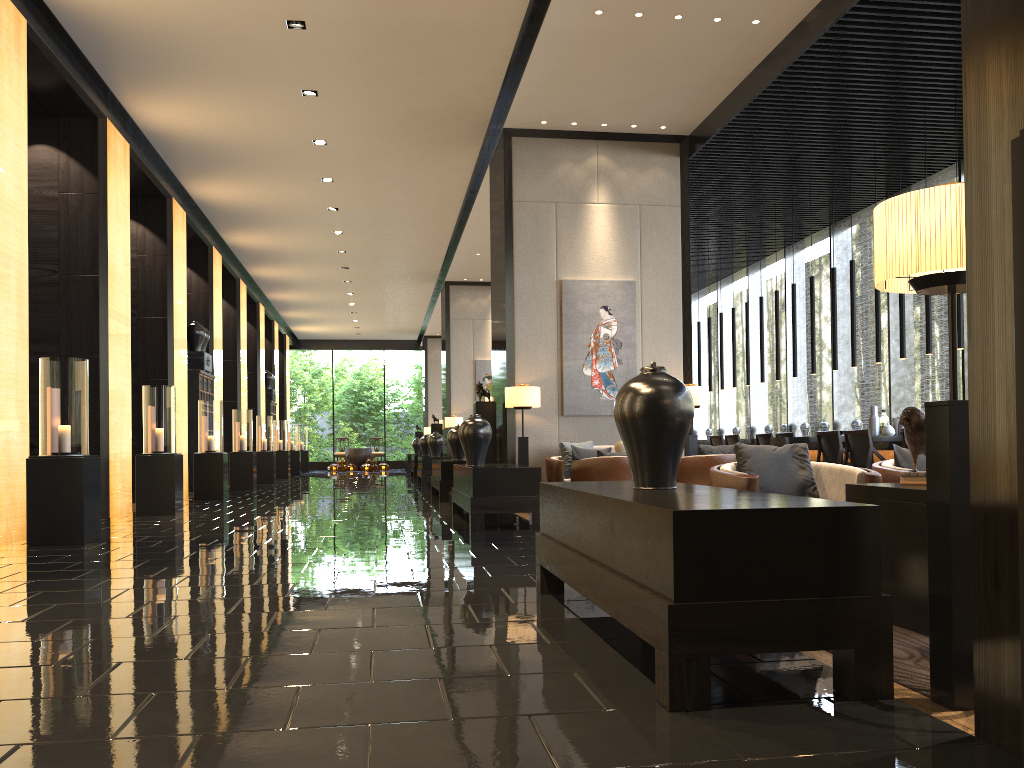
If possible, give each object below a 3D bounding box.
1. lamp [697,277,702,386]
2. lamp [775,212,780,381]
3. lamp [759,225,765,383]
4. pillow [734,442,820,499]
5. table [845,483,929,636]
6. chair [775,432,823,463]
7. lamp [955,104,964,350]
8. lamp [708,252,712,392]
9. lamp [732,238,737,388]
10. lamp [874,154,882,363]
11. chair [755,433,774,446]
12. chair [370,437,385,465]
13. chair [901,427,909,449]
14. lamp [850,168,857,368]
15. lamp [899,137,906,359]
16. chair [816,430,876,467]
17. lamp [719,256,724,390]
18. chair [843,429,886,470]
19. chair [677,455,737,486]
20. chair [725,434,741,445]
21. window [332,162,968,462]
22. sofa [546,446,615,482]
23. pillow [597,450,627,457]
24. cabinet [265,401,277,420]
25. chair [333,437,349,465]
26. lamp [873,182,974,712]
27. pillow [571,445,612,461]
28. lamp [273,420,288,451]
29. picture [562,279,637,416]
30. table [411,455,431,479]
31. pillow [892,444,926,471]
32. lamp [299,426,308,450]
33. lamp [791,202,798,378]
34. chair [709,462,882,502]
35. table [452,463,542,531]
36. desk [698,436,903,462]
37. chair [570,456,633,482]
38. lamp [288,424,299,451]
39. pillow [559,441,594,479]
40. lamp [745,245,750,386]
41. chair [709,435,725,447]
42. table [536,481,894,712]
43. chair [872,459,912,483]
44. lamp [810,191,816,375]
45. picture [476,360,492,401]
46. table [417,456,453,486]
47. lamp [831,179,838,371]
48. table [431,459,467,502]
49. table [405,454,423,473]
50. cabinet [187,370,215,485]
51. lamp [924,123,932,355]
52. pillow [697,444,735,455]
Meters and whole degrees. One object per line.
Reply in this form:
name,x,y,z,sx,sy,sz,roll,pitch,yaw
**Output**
lamp,3.269,-1.035,15.480,0.060,2.418,0.060,-1,-1,-13
lamp,3.720,-1.258,12.432,0.060,2.418,0.060,-1,-1,-13
lamp,3.645,-1.221,12.940,0.060,2.418,0.060,-1,-1,-13
pillow,1.319,0.471,4.433,0.399,0.362,0.222,0,-2,-8
table,1.940,0.650,3.455,1.042,0.517,0.576,0,-3,-8
chair,3.411,0.981,10.452,0.563,0.826,0.526,0,-2,-8
lamp,4.297,-1.543,8.533,0.060,2.418,0.060,-1,-1,-13
lamp,3.343,-1.072,14.977,0.060,2.418,0.060,-1,-1,-13
lamp,3.493,-1.146,13.961,0.060,2.418,0.060,-1,-1,-13
lamp,4.091,-1.442,9.925,0.060,2.418,0.060,-1,-1,-13
chair,3.327,1.022,11.021,0.563,0.826,0.526,0,-2,-8
chair,-4.457,2.284,29.176,0.520,1.075,0.537,-1,-1,-8
chair,3.791,0.792,7.879,0.563,0.826,0.526,0,-2,-8
lamp,4.014,-1.404,10.442,0.060,2.418,0.060,-1,-1,-13
lamp,4.159,-1.475,9.465,0.060,2.418,0.060,-1,-1,-13
chair,3.559,0.907,9.450,0.563,0.826,0.526,0,-2,-8
lamp,3.418,-1.109,14.470,0.060,2.418,0.060,-1,-1,-13
chair,3.643,0.866,8.881,0.563,0.826,0.526,0,-2,-8
chair,1.773,0.922,7.803,0.803,0.603,0.607,0,-2,-8
chair,3.178,1.095,12.023,0.563,0.826,0.526,0,-2,-8
window,-1.198,-0.358,14.784,12.052,4.221,31.949,0,-4,-8
sofa,1.064,1.002,9.434,1.448,0.693,0.604,0,-2,-8
pillow,0.938,0.703,7.561,0.441,0.338,0.205,-1,-2,-1
cabinet,-6.361,1.423,22.693,0.547,1.921,1.189,-1,-2,-8
chair,-5.573,2.287,29.010,0.520,1.075,0.537,-1,-1,-8
lamp,1.164,0.165,2.326,0.375,1.349,0.375,-1,-1,39
pillow,0.840,0.819,9.346,0.471,0.361,0.219,0,-2,-12
lamp,-5.564,1.238,21.277,0.336,0.728,0.337,-1,-1,-7
picture,0.973,-0.402,9.812,0.834,1.500,0.037,0,-1,-8
table,-2.054,1.944,20.956,0.620,0.512,1.964,0,-4,-8
pillow,2.168,0.473,4.560,0.441,0.338,0.205,-1,-2,-1
lamp,-6.424,1.663,27.086,0.336,0.728,0.337,0,-1,-21
lamp,3.795,-1.295,11.924,0.060,2.418,0.060,-1,-1,-13
chair,1.338,0.679,4.313,0.803,0.603,0.607,0,-2,-8
table,-0.177,1.016,8.268,0.620,0.512,1.964,0,-4,-8
desk,3.131,1.331,14.882,1.780,0.758,28.791,0,-4,-8
chair,0.927,0.924,7.677,0.803,0.603,0.607,0,-2,-8
lamp,-5.994,1.451,24.182,0.336,0.728,0.337,-1,-1,-7
pillow,0.717,0.810,9.485,0.433,0.399,0.201,1,-2,-30
lamp,3.570,-1.184,13.442,0.060,2.418,0.060,-1,-1,-13
chair,3.094,1.137,12.592,0.563,0.826,0.526,0,-2,-8
table,0.562,0.651,3.278,0.620,0.512,1.964,0,-4,-8
chair,2.184,0.677,4.439,0.803,0.603,0.607,0,-2,-8
lamp,3.870,-1.333,11.414,0.060,2.418,0.060,-1,-1,-13
picture,-0.336,0.245,18.657,0.834,1.500,0.037,0,-1,-8
table,-1.488,1.665,17.130,0.620,0.512,1.964,0,-4,-8
lamp,3.951,-1.373,10.868,0.060,2.418,0.060,-1,-1,-13
table,-0.743,1.296,12.093,0.620,0.512,1.964,0,-4,-8
table,-2.803,2.315,26.017,0.620,0.512,1.964,0,-4,-8
cabinet,-5.070,0.784,13.970,0.547,1.921,1.189,-1,-2,-8
lamp,4.226,-1.508,9.013,0.060,2.418,0.060,-1,-1,-13
pillow,1.787,0.697,7.689,0.399,0.362,0.222,0,-2,-8
